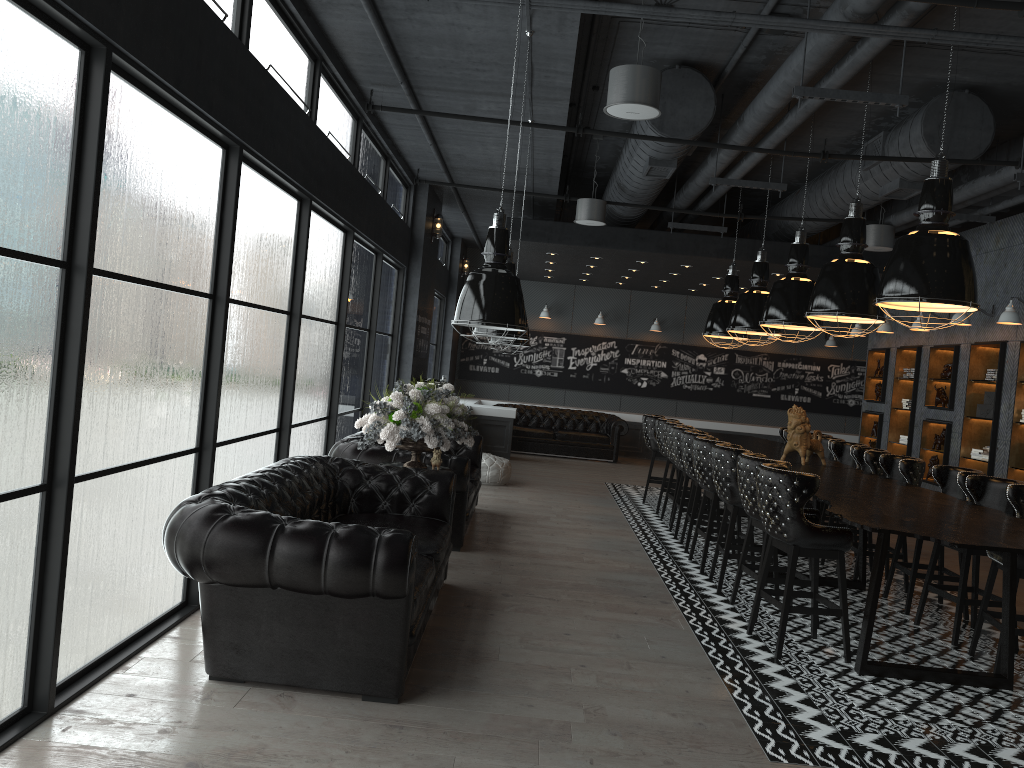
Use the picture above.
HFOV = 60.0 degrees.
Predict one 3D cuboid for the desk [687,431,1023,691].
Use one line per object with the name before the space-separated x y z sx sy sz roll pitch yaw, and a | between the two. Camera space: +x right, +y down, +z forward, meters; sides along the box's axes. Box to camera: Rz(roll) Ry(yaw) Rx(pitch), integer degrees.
desk | 2.483 1.171 7.967 1.433 0.927 7.595 5 1 1

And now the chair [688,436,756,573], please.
chair | 1.773 1.020 7.539 0.568 1.092 0.504 5 1 -1

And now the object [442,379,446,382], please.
object | -1.117 -0.036 14.465 0.074 0.073 0.074 6 1 21

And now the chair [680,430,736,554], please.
chair | 1.818 1.007 8.284 0.568 1.092 0.504 6 1 6

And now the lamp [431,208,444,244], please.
lamp | -1.021 -2.171 12.232 0.139 0.480 0.145 5 1 1

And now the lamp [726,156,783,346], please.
lamp | 2.822 -1.580 9.968 0.621 2.302 0.622 5 1 -44

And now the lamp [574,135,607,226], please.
lamp | 0.962 -2.397 10.378 0.381 1.045 0.380 5 1 -30

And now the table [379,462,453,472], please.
table | -0.761 0.989 6.704 0.572 0.726 0.573 5 1 -35

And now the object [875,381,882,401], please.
object | 5.719 0.123 13.740 0.155 0.329 0.236 6 1 6

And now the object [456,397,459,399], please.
object | -0.895 0.242 14.299 0.074 0.073 0.074 6 1 21

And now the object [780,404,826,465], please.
object | 2.663 0.467 8.005 0.475 0.545 0.249 5 1 -36

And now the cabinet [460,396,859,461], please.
cabinet | 2.868 1.105 14.648 8.420 0.827 6.312 5 1 1

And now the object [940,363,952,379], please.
object | 5.689 -0.169 11.570 0.138 0.222 0.278 5 1 1

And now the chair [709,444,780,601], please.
chair | 1.780 1.036 6.851 0.568 1.092 0.504 5 1 5

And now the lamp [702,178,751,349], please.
lamp | 2.860 -1.609 11.428 0.621 2.302 0.622 5 1 -44

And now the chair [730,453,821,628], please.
chair | 1.805 1.054 6.147 0.568 1.092 0.504 5 1 -5

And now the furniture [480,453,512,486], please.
furniture | -0.342 1.099 11.578 0.679 0.383 0.679 5 1 2

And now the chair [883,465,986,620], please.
chair | 3.257 1.177 6.786 0.568 1.092 0.504 5 1 3

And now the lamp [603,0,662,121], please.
lamp | 0.842 -2.299 5.850 0.381 1.030 0.380 5 1 -9

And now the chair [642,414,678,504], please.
chair | 1.875 0.949 11.139 0.568 1.092 0.504 6 1 11

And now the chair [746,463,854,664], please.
chair | 1.737 1.064 5.417 0.568 1.092 0.504 5 1 -6

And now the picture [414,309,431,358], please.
picture | -1.270 -0.681 12.287 0.086 0.634 1.389 5 1 1

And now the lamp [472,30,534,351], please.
lamp | 0.016 -1.308 6.006 0.391 2.161 0.391 5 1 -44

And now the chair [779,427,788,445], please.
chair | 3.315 1.087 11.093 0.568 1.092 0.504 6 1 10

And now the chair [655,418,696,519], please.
chair | 1.924 0.970 10.413 0.568 1.092 0.504 6 1 10

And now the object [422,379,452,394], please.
object | -1.041 0.161 12.364 0.503 0.426 0.335 5 1 1

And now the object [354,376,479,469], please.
object | -0.689 0.298 6.724 0.848 0.663 0.875 6 1 32

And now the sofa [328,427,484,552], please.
sofa | -0.934 0.877 8.349 1.239 0.838 2.566 5 1 1

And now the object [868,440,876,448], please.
object | 5.633 1.055 13.787 0.170 0.362 0.269 5 1 -6

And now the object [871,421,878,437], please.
object | 5.715 0.708 13.801 0.253 0.249 0.126 5 1 -24

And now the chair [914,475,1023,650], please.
chair | 3.193 1.187 6.072 0.568 1.092 0.504 5 1 -6

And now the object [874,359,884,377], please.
object | 5.719 -0.251 13.759 0.097 0.290 0.290 5 1 0

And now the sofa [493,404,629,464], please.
sofa | 0.780 0.865 16.176 2.566 0.838 1.239 5 1 1

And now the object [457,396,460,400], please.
object | -0.889 0.237 14.544 0.074 0.073 0.074 6 1 32

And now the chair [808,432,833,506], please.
chair | 3.399 1.111 10.347 0.568 1.092 0.504 5 1 -2

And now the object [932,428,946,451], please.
object | 5.613 0.720 11.646 0.143 0.306 0.317 5 1 -3

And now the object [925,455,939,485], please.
object | 5.540 1.121 11.590 0.177 0.388 0.338 6 1 9

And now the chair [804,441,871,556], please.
chair | 3.269 1.130 8.959 0.568 1.092 0.504 5 1 -4

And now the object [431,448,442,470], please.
object | -0.551 0.563 6.550 0.086 0.183 0.136 6 1 8

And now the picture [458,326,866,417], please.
picture | 5.176 -0.060 17.730 12.465 1.103 0.200 5 1 1

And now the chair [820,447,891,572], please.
chair | 3.187 1.137 8.281 0.568 1.092 0.504 6 1 10

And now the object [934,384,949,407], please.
object | 5.644 0.165 11.614 0.154 0.309 0.324 6 1 6

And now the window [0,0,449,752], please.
window | -1.653 -0.583 6.000 0.120 3.729 20.798 5 1 1

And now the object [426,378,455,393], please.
object | -1.028 0.151 12.865 0.503 0.426 0.335 5 1 1

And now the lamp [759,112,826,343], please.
lamp | 2.783 -1.551 8.509 0.621 2.302 0.622 5 1 -44

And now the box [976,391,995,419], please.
box | 5.711 0.254 10.502 0.298 0.315 0.419 5 1 1

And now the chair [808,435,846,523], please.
chair | 3.287 1.116 9.664 0.568 1.092 0.504 5 1 -8

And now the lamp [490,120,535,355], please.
lamp | 0.073 -1.351 8.183 0.391 2.161 0.391 5 1 -44

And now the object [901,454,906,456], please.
object | 5.705 1.145 12.686 0.314 0.251 0.157 6 1 17

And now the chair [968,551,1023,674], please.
chair | 3.180 1.202 5.352 0.568 1.092 0.504 6 1 10

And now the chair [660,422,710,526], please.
chair | 1.895 0.983 9.697 0.568 1.092 0.504 5 1 -2

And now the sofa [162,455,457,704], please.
sofa | -1.020 0.942 5.078 1.239 0.838 2.566 5 1 1

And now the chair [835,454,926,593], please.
chair | 3.146 1.150 7.521 0.568 1.092 0.504 5 1 3

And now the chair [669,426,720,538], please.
chair | 1.847 0.994 8.995 0.568 1.092 0.504 5 1 4

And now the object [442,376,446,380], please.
object | -1.109 -0.099 14.546 0.074 0.073 0.074 6 1 32

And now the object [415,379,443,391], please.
object | -1.054 0.171 11.847 0.503 0.426 0.335 5 1 1
